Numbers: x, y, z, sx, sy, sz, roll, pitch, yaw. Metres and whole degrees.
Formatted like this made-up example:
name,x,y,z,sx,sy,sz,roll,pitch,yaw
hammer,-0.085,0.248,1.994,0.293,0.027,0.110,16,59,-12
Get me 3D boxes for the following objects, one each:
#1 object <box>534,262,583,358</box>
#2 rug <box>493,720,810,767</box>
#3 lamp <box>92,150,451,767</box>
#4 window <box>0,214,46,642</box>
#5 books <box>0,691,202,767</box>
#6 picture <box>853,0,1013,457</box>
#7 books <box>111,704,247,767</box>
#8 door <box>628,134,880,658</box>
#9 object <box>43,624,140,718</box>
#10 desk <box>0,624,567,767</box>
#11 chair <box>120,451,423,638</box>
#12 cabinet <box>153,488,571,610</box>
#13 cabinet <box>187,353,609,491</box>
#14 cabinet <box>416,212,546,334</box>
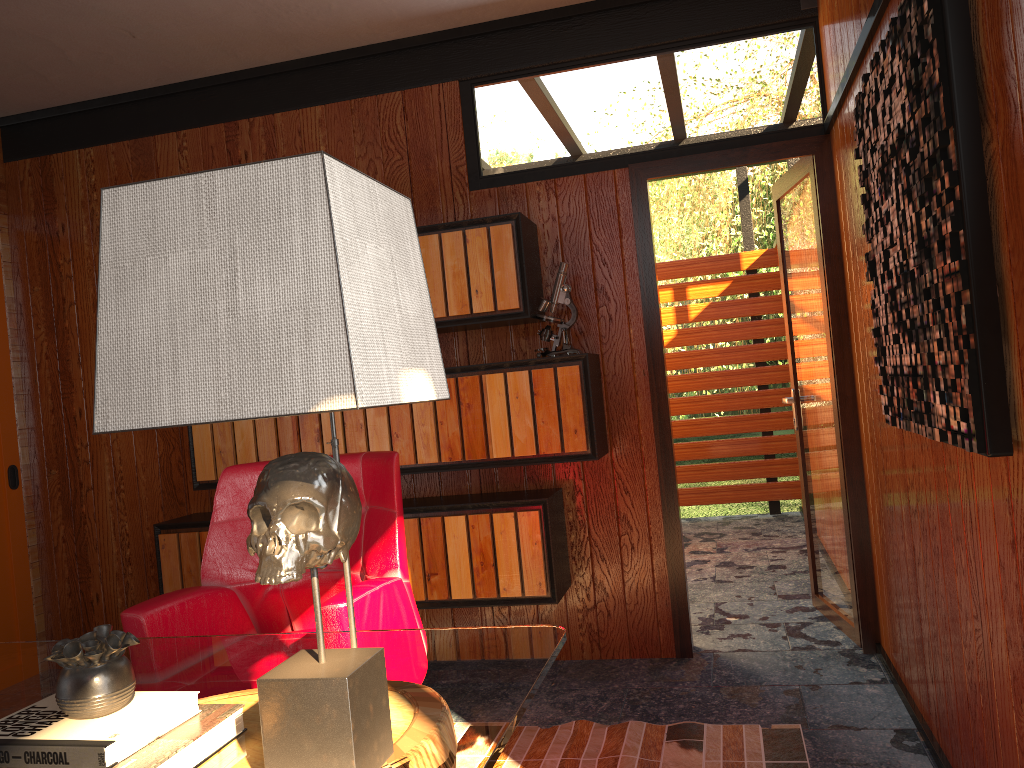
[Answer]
name,x,y,z,sx,sy,sz,roll,pitch,yaw
object,0.156,-0.278,3.335,0.142,0.354,0.181,-5,0,-40
rug,-0.579,1.159,1.817,2.439,0.042,2.410,-6,0,13
lamp,-0.264,0.129,1.094,0.316,0.732,0.316,-6,0,13
window,-2.487,0.307,3.238,0.070,2.164,1.837,-6,0,14
books,-0.598,0.475,1.228,0.249,0.029,0.198,-6,0,15
picture,0.868,-0.318,1.927,0.061,0.873,0.916,-6,0,13
books,-0.602,0.511,1.212,0.366,0.040,0.286,-6,0,13
door,0.994,0.078,3.715,0.751,1.955,0.734,-6,0,13
object,-0.592,0.403,1.240,0.121,0.114,0.118,-6,0,7
desk,-0.908,0.878,1.379,1.900,0.632,1.150,-6,0,13
chair,-0.572,0.693,2.370,0.621,0.956,0.839,-6,0,13
cabinet,-0.618,0.688,3.576,1.653,0.390,0.321,-6,0,13
cabinet,-0.475,0.158,3.533,1.653,0.390,0.321,-6,0,13
cabinet,-0.719,-0.362,3.583,1.653,0.390,0.321,-6,0,13
